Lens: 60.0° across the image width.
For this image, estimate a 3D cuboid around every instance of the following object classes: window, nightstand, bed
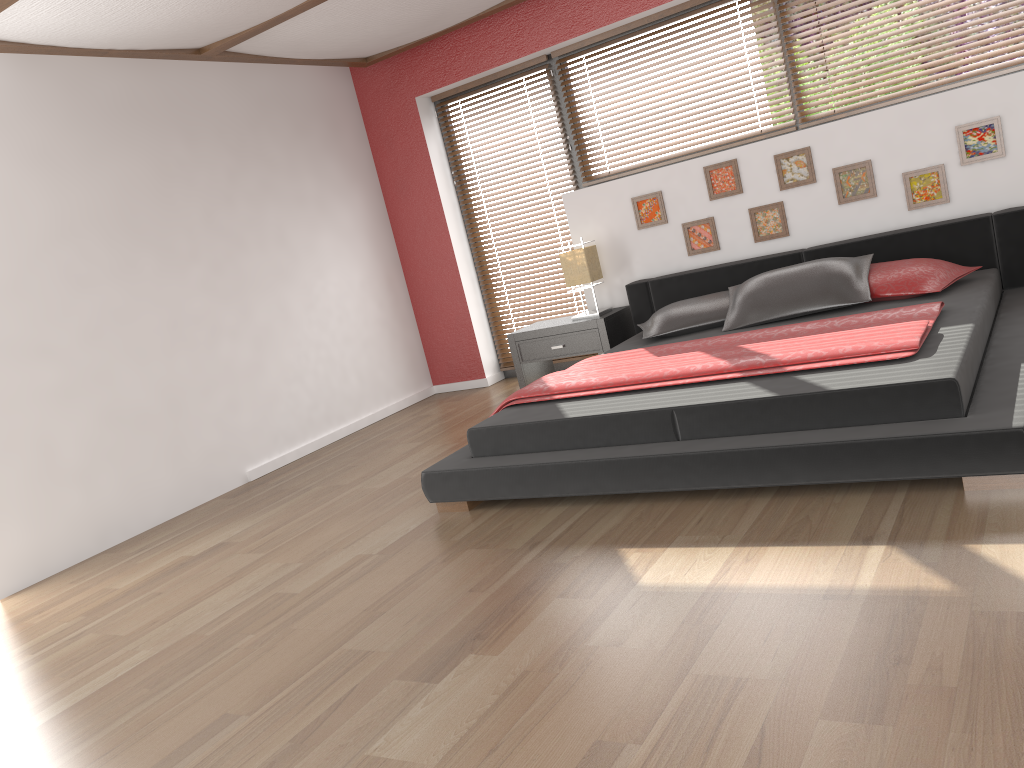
[{"bbox_3d":[0.103,-1.163,6.269,0.889,1.893,0.020,-8,11,33],"label":"window"},{"bbox_3d":[1.591,-1.901,5.108,2.817,0.786,0.020,-8,11,33],"label":"window"},{"bbox_3d":[0.403,-0.202,5.665,0.700,0.423,0.413,-8,11,33],"label":"nightstand"},{"bbox_3d":[0.991,-0.159,4.094,2.469,0.577,2.413,-8,11,33],"label":"bed"}]

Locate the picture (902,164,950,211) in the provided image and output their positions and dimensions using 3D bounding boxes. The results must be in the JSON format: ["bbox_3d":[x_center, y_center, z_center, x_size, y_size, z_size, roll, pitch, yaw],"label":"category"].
[{"bbox_3d":[2.153,-1.021,4.614,0.200,0.200,0.010,-8,11,33],"label":"picture"}]

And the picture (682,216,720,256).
[{"bbox_3d":[1.127,-0.879,5.295,0.200,0.200,0.010,-8,11,33],"label":"picture"}]

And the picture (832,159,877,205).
[{"bbox_3d":[1.847,-1.086,4.782,0.200,0.200,0.010,-8,11,33],"label":"picture"}]

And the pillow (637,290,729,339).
[{"bbox_3d":[1.045,-0.386,4.798,0.745,0.172,0.418,-12,10,9],"label":"pillow"}]

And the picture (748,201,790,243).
[{"bbox_3d":[1.468,-0.924,5.070,0.200,0.200,0.010,-8,11,33],"label":"picture"}]

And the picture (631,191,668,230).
[{"bbox_3d":[0.839,-1.059,5.415,0.200,0.200,0.010,-8,11,33],"label":"picture"}]

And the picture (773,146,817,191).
[{"bbox_3d":[1.569,-1.193,4.919,0.200,0.200,0.010,-8,11,33],"label":"picture"}]

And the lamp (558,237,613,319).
[{"bbox_3d":[0.446,-0.672,5.534,0.200,0.480,0.200,-8,11,33],"label":"lamp"}]

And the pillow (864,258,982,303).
[{"bbox_3d":[1.827,-0.502,4.342,0.418,0.172,0.745,-21,12,-36],"label":"pillow"}]

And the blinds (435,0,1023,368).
[{"bbox_3d":[1.691,-1.329,5.148,4.840,1.952,0.032,-8,11,33],"label":"blinds"}]

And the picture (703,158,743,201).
[{"bbox_3d":[1.223,-1.182,5.138,0.200,0.200,0.010,-8,11,33],"label":"picture"}]

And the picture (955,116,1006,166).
[{"bbox_3d":[2.341,-1.214,4.434,0.200,0.200,0.010,-8,11,33],"label":"picture"}]

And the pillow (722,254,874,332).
[{"bbox_3d":[1.413,-0.470,4.438,0.744,0.241,0.386,-9,11,29],"label":"pillow"}]
